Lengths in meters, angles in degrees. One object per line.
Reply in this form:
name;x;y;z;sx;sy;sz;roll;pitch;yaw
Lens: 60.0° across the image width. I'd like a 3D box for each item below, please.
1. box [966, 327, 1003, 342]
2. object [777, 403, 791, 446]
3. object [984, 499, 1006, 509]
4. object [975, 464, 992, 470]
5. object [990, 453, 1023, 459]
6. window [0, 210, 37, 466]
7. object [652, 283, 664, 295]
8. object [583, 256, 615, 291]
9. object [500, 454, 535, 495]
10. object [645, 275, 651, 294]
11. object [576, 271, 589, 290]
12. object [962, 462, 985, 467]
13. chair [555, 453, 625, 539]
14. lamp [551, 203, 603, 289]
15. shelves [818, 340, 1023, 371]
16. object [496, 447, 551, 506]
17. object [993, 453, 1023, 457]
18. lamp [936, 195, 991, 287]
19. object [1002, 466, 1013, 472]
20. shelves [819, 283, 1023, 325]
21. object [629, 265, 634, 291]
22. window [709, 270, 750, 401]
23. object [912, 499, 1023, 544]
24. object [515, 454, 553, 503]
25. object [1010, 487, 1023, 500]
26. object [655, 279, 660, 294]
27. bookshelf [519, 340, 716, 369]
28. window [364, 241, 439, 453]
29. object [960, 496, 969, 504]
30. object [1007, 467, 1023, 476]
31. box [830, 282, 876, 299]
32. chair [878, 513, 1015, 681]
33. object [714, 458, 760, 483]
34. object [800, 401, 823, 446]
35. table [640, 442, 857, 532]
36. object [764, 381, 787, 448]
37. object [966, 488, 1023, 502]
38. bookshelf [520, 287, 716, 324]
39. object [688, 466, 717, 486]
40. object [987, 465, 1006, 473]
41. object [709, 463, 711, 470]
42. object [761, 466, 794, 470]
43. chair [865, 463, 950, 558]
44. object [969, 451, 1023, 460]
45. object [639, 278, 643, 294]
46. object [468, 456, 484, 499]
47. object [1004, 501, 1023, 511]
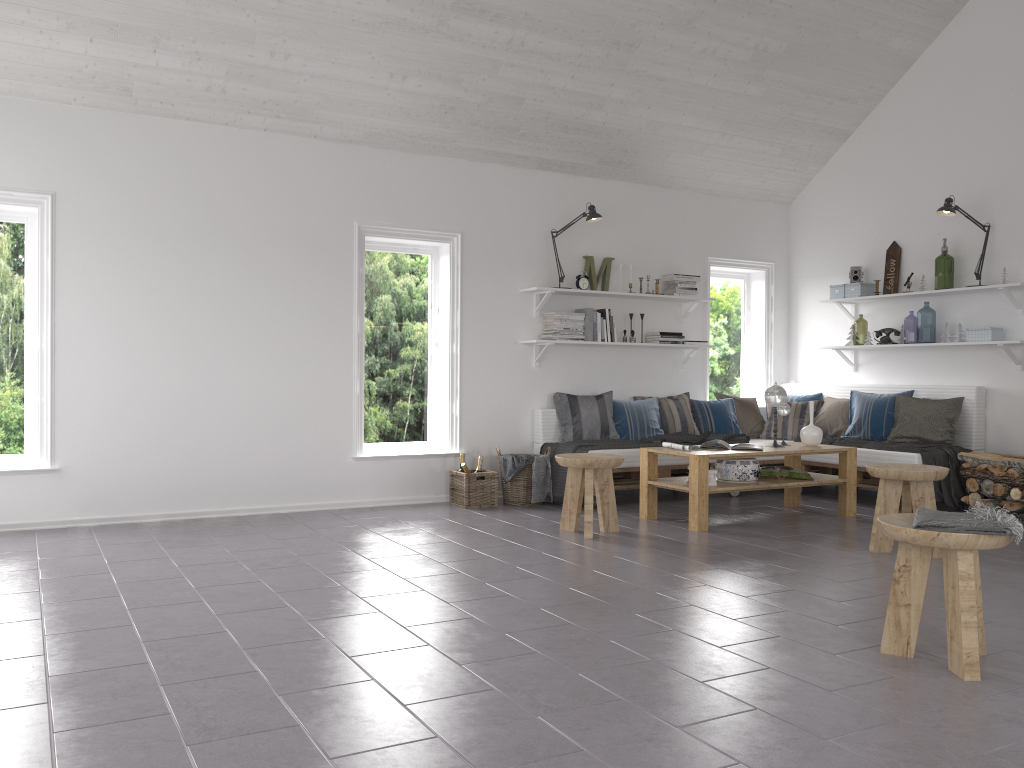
box;3.555;-0.367;6.673;0.137;0.110;0.202;0;1;-29
object;1.970;0.280;6.431;0.109;0.329;0.109;1;1;30
object;3.519;0.825;6.218;0.562;0.056;0.097;0;1;-29
object;3.473;0.580;6.300;0.467;0.060;0.098;0;1;-26
object;3.560;0.537;6.267;0.101;0.070;0.541;0;1;-28
window;-3.335;-0.289;5.505;0.685;1.655;0.117;0;1;-29
object;1.227;-0.801;7.509;0.124;0.100;0.124;0;1;-6
object;0.709;-0.908;7.422;0.330;0.311;0.052;0;1;-29
object;0.064;0.690;6.670;0.303;0.332;0.367;1;1;17
object;1.145;-0.831;7.456;0.066;0.160;0.066;0;1;-42
object;0.574;-0.835;7.218;0.120;0.165;0.050;0;1;-29
object;3.427;0.576;6.371;0.467;0.061;0.098;0;1;-28
chair;0.480;0.686;5.499;0.431;0.479;0.431;0;1;-31
lamp;0.508;-1.101;7.127;0.439;0.703;0.196;1;1;6
shelves;3.278;-0.214;7.150;0.269;0.212;1.820;0;1;-29
object;0.085;0.694;6.739;0.393;0.432;0.393;0;1;-42
object;3.630;0.538;6.315;0.095;0.063;0.467;0;1;-29
lamp;3.423;-1.073;6.686;0.439;0.703;0.196;0;1;-9
object;3.540;0.582;6.151;0.425;0.034;0.044;0;1;-30
shelves;3.282;-0.624;7.146;0.269;0.212;1.820;0;1;-29
object;1.010;-0.881;7.516;0.084;0.256;0.084;1;1;30
window;1.999;-0.274;8.483;0.685;1.655;0.052;0;1;-29
object;1.561;0.468;3.052;0.348;0.120;0.462;1;1;31
object;0.112;0.707;6.704;0.290;0.356;0.349;0;1;-35
object;3.610;0.720;6.084;0.520;0.142;0.118;0;1;-25
object;1.247;-0.828;7.604;0.055;0.153;0.055;1;1;29
bookshelf;0.918;-0.236;7.436;1.820;0.212;0.269;0;1;-29
window;-0.879;-0.282;6.860;0.685;1.655;0.117;0;1;-29
object;3.456;0.821;6.438;0.561;0.056;0.052;0;1;-29
object;3.582;0.584;6.095;0.466;0.088;0.098;0;1;-28
box;2.993;-0.804;7.756;0.242;0.131;0.332;0;1;-29
chair;1.492;0.718;3.061;0.431;0.479;0.431;0;1;-12
object;1.539;0.585;6.061;0.302;0.161;0.302;0;1;-33
object;2.150;0.285;6.364;0.155;0.325;0.155;1;1;32
table;1.663;0.686;6.181;1.457;0.485;0.607;0;1;-29
object;1.861;0.211;6.265;0.155;0.468;0.155;1;1;40
object;3.395;0.775;6.181;0.095;0.069;0.468;0;1;-29
bookshelf;0.921;-0.647;7.432;1.820;0.212;0.269;0;1;-29
object;1.265;0.609;5.897;0.155;0.102;0.281;1;1;4
object;3.516;0.580;6.221;0.467;0.068;0.096;0;1;-29
object;1.278;0.588;5.962;0.090;0.139;0.182;1;1;26
object;1.883;0.593;6.262;0.176;0.029;0.195;0;1;-19
chair;2.218;0.705;4.990;0.431;0.479;0.431;0;1;-32
object;3.465;0.533;6.225;0.095;0.074;0.562;0;1;-28
object;1.088;-0.828;7.479;0.055;0.153;0.055;1;1;39
object;-0.274;0.726;6.716;0.127;0.361;0.094;0;1;-29
object;3.575;0.834;6.113;0.467;0.060;0.096;0;1;-29
